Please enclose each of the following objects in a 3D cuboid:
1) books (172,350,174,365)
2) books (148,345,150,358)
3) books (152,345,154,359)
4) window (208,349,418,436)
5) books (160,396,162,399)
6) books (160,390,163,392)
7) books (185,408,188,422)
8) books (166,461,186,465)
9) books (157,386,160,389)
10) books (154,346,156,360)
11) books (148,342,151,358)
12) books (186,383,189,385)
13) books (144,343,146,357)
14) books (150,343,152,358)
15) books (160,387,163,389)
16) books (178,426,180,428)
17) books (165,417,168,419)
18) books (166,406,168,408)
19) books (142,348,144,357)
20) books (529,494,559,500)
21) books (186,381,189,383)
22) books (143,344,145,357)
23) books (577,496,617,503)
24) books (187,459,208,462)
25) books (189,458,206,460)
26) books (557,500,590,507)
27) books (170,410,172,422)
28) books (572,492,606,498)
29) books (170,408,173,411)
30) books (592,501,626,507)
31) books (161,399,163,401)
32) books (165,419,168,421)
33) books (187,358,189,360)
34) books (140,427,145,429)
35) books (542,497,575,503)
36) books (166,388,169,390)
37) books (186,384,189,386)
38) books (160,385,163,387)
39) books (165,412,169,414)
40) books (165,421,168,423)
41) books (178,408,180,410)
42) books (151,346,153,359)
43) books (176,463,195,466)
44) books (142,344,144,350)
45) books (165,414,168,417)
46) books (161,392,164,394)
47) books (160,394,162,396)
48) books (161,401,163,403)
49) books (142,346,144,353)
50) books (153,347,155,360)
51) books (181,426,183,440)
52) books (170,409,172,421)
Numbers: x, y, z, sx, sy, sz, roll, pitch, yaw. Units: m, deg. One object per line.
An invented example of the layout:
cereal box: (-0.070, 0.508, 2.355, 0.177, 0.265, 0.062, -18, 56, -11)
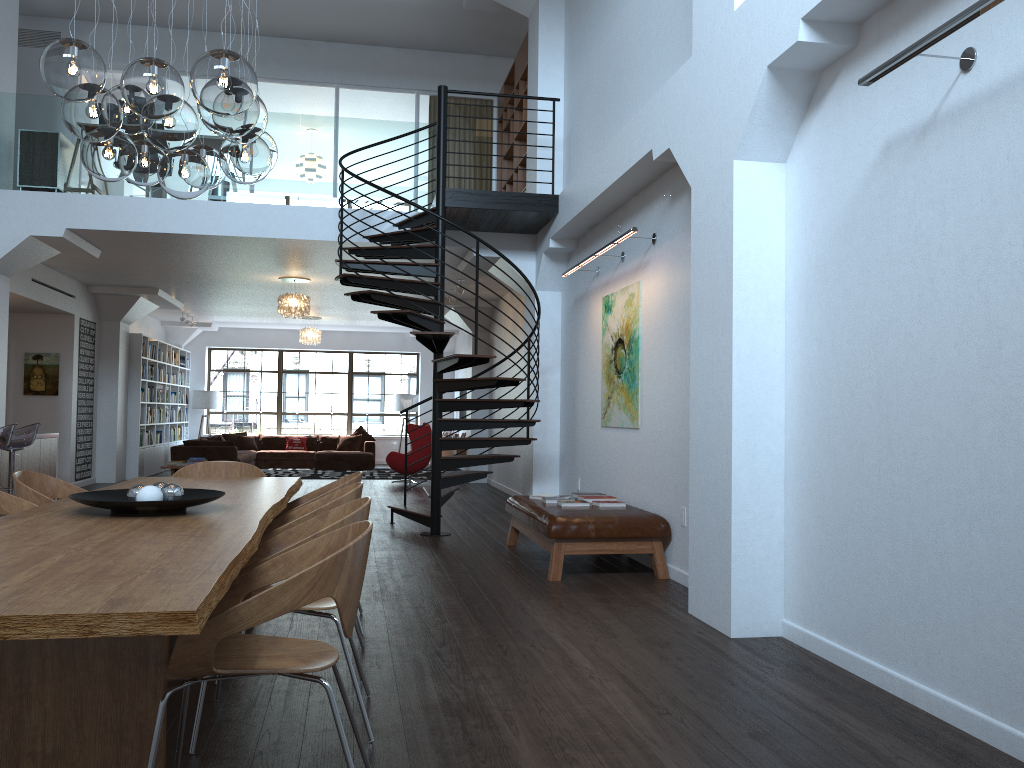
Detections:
books: (-6.740, -0.515, 17.429, 0.176, 0.290, 0.053, 1, -2, -10)
books: (-6.342, -0.558, 15.291, 0.174, 0.242, 0.105, 1, -2, -10)
books: (-6.380, -0.554, 15.543, 0.182, 0.253, 0.098, 1, -2, -10)
window: (-4.481, 0.216, 20.192, 4.648, 1.905, 0.114, 1, -2, -10)
books: (-6.607, 0.249, 16.438, 0.180, 0.042, 0.259, 1, -2, -10)
books: (-6.593, 0.128, 16.461, 0.161, 0.033, 0.223, 1, -2, -10)
books: (-7.029, 0.657, 18.962, 0.176, 0.290, 0.053, 1, -2, -10)
books: (-5.493, 1.289, 14.521, 0.241, 0.045, 0.334, 1, -2, -9)
books: (-6.502, 0.061, 16.077, 0.174, 0.045, 0.240, 1, -2, -11)
books: (-6.419, -0.550, 15.728, 0.182, 0.255, 0.077, 1, -2, -10)
books: (-6.363, -0.579, 15.378, 0.176, 0.293, 0.125, 1, -2, -10)
books: (-7.022, -0.008, 18.802, 0.284, 0.033, 0.197, 1, -2, 5)
books: (-6.292, -0.574, 15.000, 0.170, 0.251, 0.118, 1, -2, -10)
books: (-6.378, -0.576, 15.438, 0.197, 0.290, 0.136, 1, -2, -10)
books: (-6.589, 0.073, 16.479, 0.144, 0.024, 0.208, 1, -2, -5)
books: (-6.917, 1.012, 18.188, 0.198, 0.284, 0.066, 1, -2, -10)
books: (-6.698, 0.641, 16.900, 0.259, 0.040, 0.180, 1, -2, -10)
books: (-6.663, 0.438, 16.884, 0.185, 0.041, 0.129, 1, -2, 4)
books: (-6.268, -0.560, 14.893, 0.161, 0.218, 0.101, 1, -2, -10)
books: (0.272, 0.959, 7.526, 0.161, 0.031, 0.223, 2, -2, -32)
books: (-7.018, -0.041, 18.798, 0.254, 0.032, 0.174, 0, -2, 25)
books: (-6.272, -0.561, 14.928, 0.161, 0.222, 0.084, 1, -2, -10)
books: (0.703, 0.951, 7.321, 0.283, 0.043, 0.197, 1, -2, -11)
books: (-5.196, 1.265, 14.640, 0.279, 0.035, 0.191, 1, -2, 0)
books: (-5.190, 1.234, 14.640, 0.224, 0.027, 0.157, 1, -2, -5)
books: (0.482, 0.939, 6.971, 0.224, 0.032, 0.161, 1, -2, -10)
books: (-6.715, 0.625, 17.238, 0.174, 0.243, 0.085, 1, -2, -10)
books: (0.664, 0.963, 7.638, 0.254, 0.044, 0.183, 1, -2, -16)
books: (-6.761, 0.608, 17.424, 0.197, 0.290, 0.136, 1, -2, -10)
books: (0.765, 0.945, 6.996, 0.224, 0.036, 0.161, 1, -2, -16)
books: (-6.585, 0.289, 16.446, 0.160, 0.039, 0.251, 1, -2, -5)
books: (-6.690, 0.679, 16.875, 0.251, 0.037, 0.160, 1, -2, -5)
books: (-7.010, -0.435, 19.005, 0.140, 0.231, 0.042, 1, -2, -10)
books: (-6.280, 0.736, 14.823, 0.223, 0.027, 0.161, 1, -2, -1)
books: (0.378, 0.944, 7.221, 0.247, 0.040, 0.185, 1, -2, -7)
books: (-6.642, 0.095, 16.800, 0.223, 0.031, 0.161, 1, -2, -10)
books: (-7.022, 0.026, 18.800, 0.284, 0.035, 0.197, 0, -2, 20)
books: (-6.581, 0.040, 16.478, 0.129, 0.043, 0.185, 1, -2, 4)
books: (-6.683, 0.558, 16.883, 0.253, 0.040, 0.183, 1, -2, -10)
books: (-6.688, 0.717, 16.872, 0.246, 0.038, 0.171, 1, -2, -10)
books: (-6.865, 0.504, 17.987, 0.223, 0.031, 0.161, 1, -2, -10)
books: (-6.377, -0.553, 15.510, 0.159, 0.248, 0.089, 1, -2, -10)
books: (-5.188, 1.288, 14.228, 0.236, 0.035, 0.340, 0, -2, 15)
books: (-6.240, -0.563, 14.741, 0.182, 0.215, 0.188, 1, -2, -10)
books: (-6.681, 0.599, 16.890, 0.231, 0.044, 0.168, 1, -2, -15)
books: (-6.586, 0.163, 16.455, 0.183, 0.042, 0.253, 1, -2, -10)
books: (-6.595, 0.206, 16.456, 0.168, 0.045, 0.231, 1, -2, -15)
books: (-6.583, 0.329, 16.447, 0.171, 0.039, 0.246, 1, -2, -10)
books: (-6.265, -0.557, 14.828, 0.167, 0.210, 0.162, 1, -2, -10)
books: (-6.400, -0.548, 15.627, 0.174, 0.243, 0.085, 1, -2, -10)
books: (-6.968, 1.020, 18.516, 0.176, 0.290, 0.053, 1, -2, -10)
books: (-6.729, 0.620, 17.276, 0.182, 0.255, 0.077, 1, -2, -10)
